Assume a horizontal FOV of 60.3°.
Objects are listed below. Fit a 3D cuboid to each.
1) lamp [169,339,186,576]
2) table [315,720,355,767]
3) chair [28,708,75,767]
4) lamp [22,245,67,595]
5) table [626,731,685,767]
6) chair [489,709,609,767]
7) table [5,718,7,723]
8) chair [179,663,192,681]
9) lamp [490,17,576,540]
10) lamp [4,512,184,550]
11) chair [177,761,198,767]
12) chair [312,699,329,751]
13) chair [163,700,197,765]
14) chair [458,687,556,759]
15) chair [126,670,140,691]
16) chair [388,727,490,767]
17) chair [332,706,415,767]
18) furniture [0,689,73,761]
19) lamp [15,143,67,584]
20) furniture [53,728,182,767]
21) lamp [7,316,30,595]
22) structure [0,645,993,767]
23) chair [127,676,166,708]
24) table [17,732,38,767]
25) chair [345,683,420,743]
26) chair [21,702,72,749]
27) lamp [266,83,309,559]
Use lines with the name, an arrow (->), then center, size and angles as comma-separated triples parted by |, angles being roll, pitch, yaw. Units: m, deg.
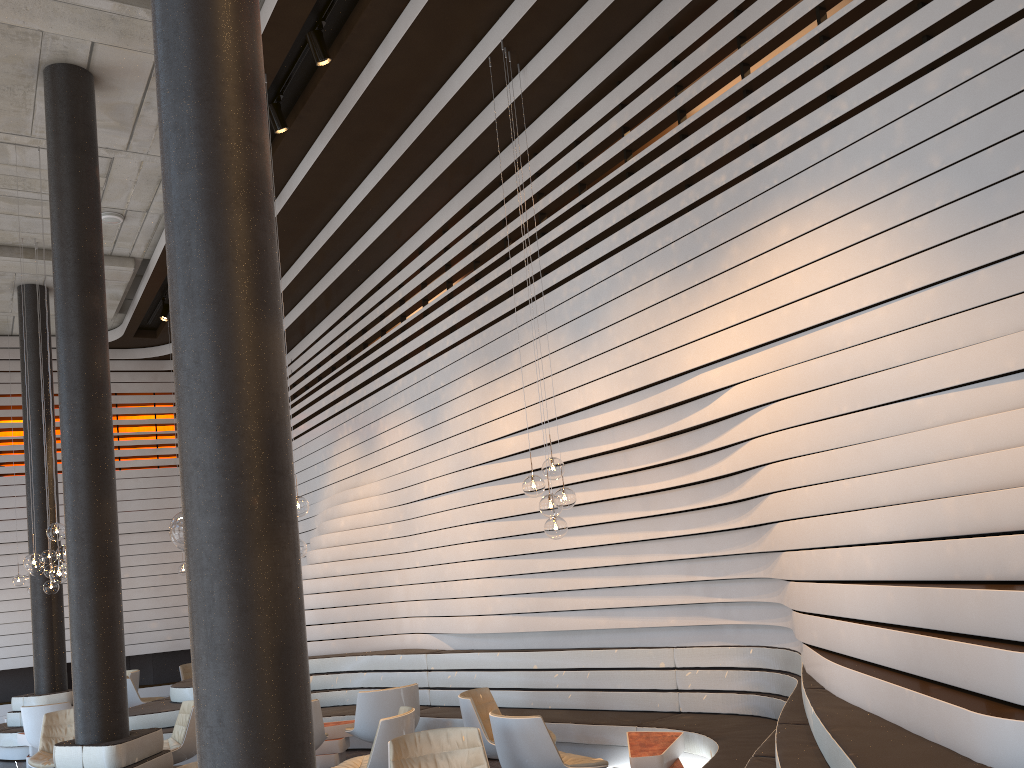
lamp -> -4.909, 0.667, 13.343 | 0.543, 4.618, 0.297 | -5, -6, -6
table -> -1.934, 3.477, 8.444 | 0.906, 0.366, 0.419 | -6, -9, 1
chair -> -4.091, 3.439, 8.195 | 0.653, 0.757, 0.724 | -4, -9, -14
lamp -> -5.519, 0.171, 10.439 | 0.277, 4.572, 0.546 | -8, -6, 19
table -> 1.044, 2.710, 6.216 | 0.414, 0.365, 0.918 | -7, -11, 5
chair -> 0.239, 2.497, 5.770 | 0.706, 0.757, 0.670 | 0, -10, -32
table -> -6.528, 4.717, 12.154 | 0.420, 0.365, 0.905 | -12, -13, 35
chair -> -4.512, 4.494, 12.994 | 0.720, 0.757, 0.657 | -11, -10, 31
lamp -> 0.050, -1.168, 6.631 | 0.336, 4.657, 0.533 | -8, -6, 20
lamp -> 2.289, -2.538, 0.711 | 8.982, 4.556, 42.797 | 1, -13, -31
chair -> -1.519, 2.466, 4.794 | 0.652, 0.757, 0.725 | -1, -10, -31
chair -> -1.900, 3.082, 7.534 | 0.654, 0.757, 0.723 | -4, -9, -12
chair -> -3.085, 3.276, 7.892 | 0.706, 0.757, 0.670 | -1, -10, -28
chair -> -0.023, 2.731, 6.758 | 0.714, 0.757, 0.662 | -8, -9, 12
chair -> -5.736, 4.560, 12.728 | 0.706, 0.757, 0.670 | -1, -10, -29
chair -> -0.365, 2.389, 4.973 | 0.653, 0.757, 0.724 | -3, -9, -16
chair -> -1.009, 2.717, 6.224 | 0.713, 0.757, 0.664 | -7, -9, 8
furniture -> -6.080, 4.268, 11.072 | 1.268, 0.713, 1.808 | 2, -13, -35
lamp -> -4.315, -0.486, 8.161 | 0.298, 4.618, 0.542 | -11, -8, 43
furniture -> -2.850, 3.045, 6.801 | 1.794, 0.713, 1.278 | -12, -12, 28
lamp -> -7.108, 0.779, 12.841 | 0.277, 4.572, 0.547 | -8, -6, 17
structure -> -1.599, 3.267, 8.936 | 5.742, 0.915, 18.586 | 2, -14, -34
chair -> -4.936, 4.306, 11.901 | 0.706, 0.757, 0.670 | -1, -10, -27
table -> -5.194, 4.160, 10.144 | 0.900, 0.366, 0.422 | -1, -11, -24
chair -> -1.135, 3.083, 7.898 | 0.652, 0.757, 0.725 | -2, -10, -24
chair -> -4.870, 3.786, 9.469 | 0.658, 0.757, 0.719 | -7, -9, 5
lamp -> -2.026, -0.900, 7.322 | 0.307, 4.684, 0.674 | -3, -7, -23
